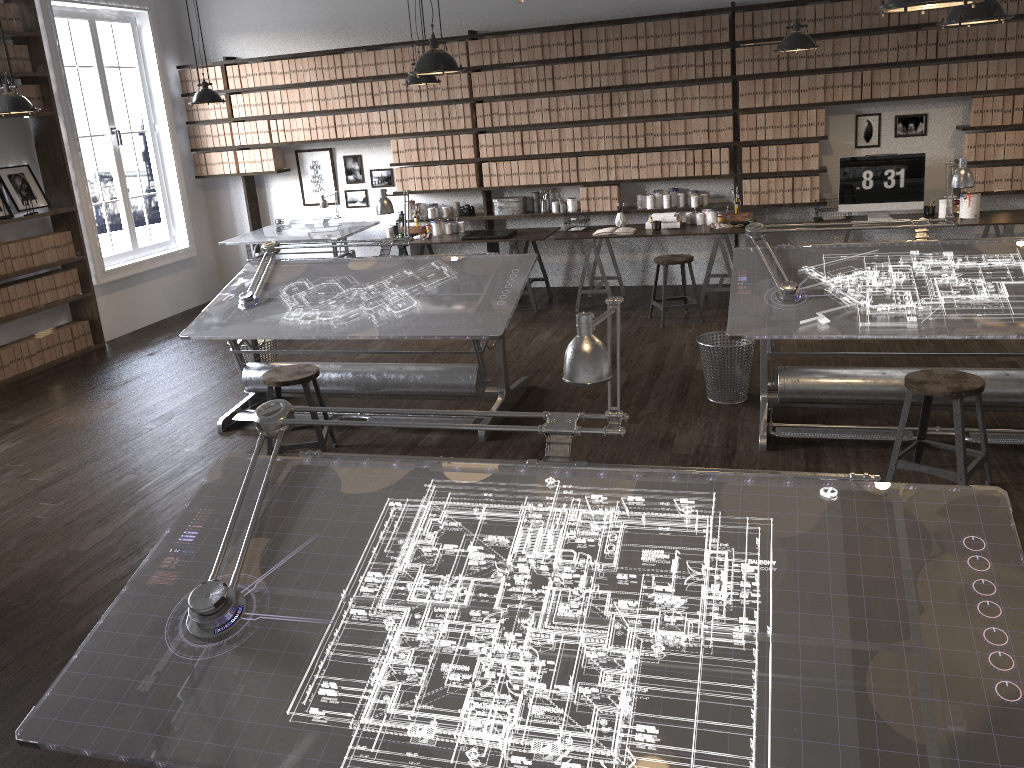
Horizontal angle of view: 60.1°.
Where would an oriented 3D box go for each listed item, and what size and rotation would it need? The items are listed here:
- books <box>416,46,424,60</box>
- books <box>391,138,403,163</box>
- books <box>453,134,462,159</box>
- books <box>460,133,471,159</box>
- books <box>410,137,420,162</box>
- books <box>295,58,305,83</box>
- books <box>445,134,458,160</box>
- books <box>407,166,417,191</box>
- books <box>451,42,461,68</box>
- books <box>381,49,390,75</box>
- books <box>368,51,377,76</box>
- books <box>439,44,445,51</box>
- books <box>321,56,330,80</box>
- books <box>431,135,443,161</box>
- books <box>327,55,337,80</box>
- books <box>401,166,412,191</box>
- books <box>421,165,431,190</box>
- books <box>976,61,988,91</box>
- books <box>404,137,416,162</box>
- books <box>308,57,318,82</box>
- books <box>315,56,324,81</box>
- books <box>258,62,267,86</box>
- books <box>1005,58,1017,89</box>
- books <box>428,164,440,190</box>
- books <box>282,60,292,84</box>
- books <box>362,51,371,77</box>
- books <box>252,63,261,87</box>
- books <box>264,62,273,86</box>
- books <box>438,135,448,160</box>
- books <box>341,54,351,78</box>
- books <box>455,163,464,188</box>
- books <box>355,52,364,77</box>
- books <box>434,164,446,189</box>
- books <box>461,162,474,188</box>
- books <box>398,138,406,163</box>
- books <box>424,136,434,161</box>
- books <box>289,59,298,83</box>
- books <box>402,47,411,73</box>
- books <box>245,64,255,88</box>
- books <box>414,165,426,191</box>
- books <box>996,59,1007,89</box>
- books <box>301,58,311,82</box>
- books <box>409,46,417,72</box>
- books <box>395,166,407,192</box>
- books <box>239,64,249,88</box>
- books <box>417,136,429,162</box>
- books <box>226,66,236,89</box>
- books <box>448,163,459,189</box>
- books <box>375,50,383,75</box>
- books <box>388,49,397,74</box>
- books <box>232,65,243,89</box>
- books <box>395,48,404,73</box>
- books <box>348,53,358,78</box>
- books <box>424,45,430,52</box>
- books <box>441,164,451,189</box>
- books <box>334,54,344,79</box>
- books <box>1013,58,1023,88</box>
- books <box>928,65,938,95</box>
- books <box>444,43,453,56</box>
[{"bbox_3d":[-0.825,-3.033,8.262,0.067,0.222,0.177,0,17,17],"label":"books"},{"bbox_3d":[-1.099,-2.259,8.580,0.067,0.223,0.177,0,17,17],"label":"books"},{"bbox_3d":[-0.493,-2.251,8.402,0.067,0.222,0.177,0,17,17],"label":"books"},{"bbox_3d":[-0.421,-2.249,8.378,0.067,0.222,0.177,0,17,17],"label":"books"},{"bbox_3d":[-0.906,-2.255,8.521,0.067,0.223,0.177,0,17,17],"label":"books"},{"bbox_3d":[-2.025,-3.053,8.634,0.067,0.223,0.177,0,17,17],"label":"books"},{"bbox_3d":[-0.566,-2.250,8.418,0.067,0.223,0.177,0,17,17],"label":"books"},{"bbox_3d":[-0.946,-2.000,8.613,0.067,0.222,0.177,0,17,17],"label":"books"},{"bbox_3d":[-0.489,-3.029,8.163,0.067,0.223,0.177,0,17,17],"label":"books"},{"bbox_3d":[-1.163,-3.039,8.368,0.067,0.222,0.177,0,17,17],"label":"books"},{"bbox_3d":[-1.288,-3.040,8.403,0.067,0.223,0.177,0,17,17],"label":"books"},{"bbox_3d":[-0.622,-3.032,8.206,0.067,0.222,0.177,0,17,17],"label":"books"},{"bbox_3d":[-1.760,-3.049,8.551,0.067,0.222,0.177,0,17,17],"label":"books"},{"bbox_3d":[-0.705,-2.253,8.462,0.067,0.223,0.177,0,17,17],"label":"books"},{"bbox_3d":[-1.697,-3.048,8.534,0.067,0.222,0.177,0,17,17],"label":"books"},{"bbox_3d":[-1.006,-2.002,8.633,0.067,0.222,0.177,0,17,17],"label":"books"},{"bbox_3d":[-0.809,-1.999,8.573,0.067,0.222,0.177,0,17,17],"label":"books"},{"bbox_3d":[3.719,-2.448,7.039,0.067,0.223,0.177,0,17,17],"label":"books"},{"bbox_3d":[-0.969,-2.258,8.544,0.067,0.222,0.177,0,17,17],"label":"books"},{"bbox_3d":[-1.891,-3.049,8.586,0.067,0.222,0.177,0,17,17],"label":"books"},{"bbox_3d":[-1.822,-3.048,8.565,0.067,0.223,0.177,0,17,17],"label":"books"},{"bbox_3d":[-2.418,-3.059,8.752,0.067,0.222,0.177,0,17,17],"label":"books"},{"bbox_3d":[3.912,-2.445,6.979,0.067,0.223,0.177,0,17,17],"label":"books"},{"bbox_3d":[-0.742,-1.999,8.555,0.067,0.223,0.177,0,17,17],"label":"books"},{"bbox_3d":[-2.161,-3.054,8.669,0.067,0.223,0.177,0,17,17],"label":"books"},{"bbox_3d":[-1.351,-3.043,8.428,0.067,0.222,0.177,0,17,17],"label":"books"},{"bbox_3d":[-2.486,-3.060,8.773,0.067,0.223,0.177,0,17,17],"label":"books"},{"bbox_3d":[-2.355,-3.056,8.727,0.067,0.223,0.177,0,17,17],"label":"books"},{"bbox_3d":[-0.636,-2.253,8.445,0.067,0.222,0.177,0,17,17],"label":"books"},{"bbox_3d":[-1.554,-3.046,8.490,0.067,0.222,0.177,0,17,17],"label":"books"},{"bbox_3d":[-0.477,-1.994,8.471,0.067,0.222,0.177,0,17,17],"label":"books"},{"bbox_3d":[-1.419,-3.044,8.449,0.067,0.223,0.177,0,17,17],"label":"books"},{"bbox_3d":[-0.676,-1.996,8.531,0.067,0.223,0.177,0,17,17],"label":"books"},{"bbox_3d":[-0.413,-1.993,8.454,0.067,0.222,0.177,0,17,17],"label":"books"},{"bbox_3d":[-1.029,-2.258,8.561,0.067,0.222,0.177,0,17,17],"label":"books"},{"bbox_3d":[-0.772,-2.255,8.486,0.067,0.223,0.177,0,17,17],"label":"books"},{"bbox_3d":[-2.093,-3.054,8.653,0.067,0.222,0.177,0,17,17],"label":"books"},{"bbox_3d":[-0.959,-3.037,8.310,0.067,0.223,0.177,0,17,17],"label":"books"},{"bbox_3d":[-2.554,-3.060,8.790,0.067,0.223,0.177,0,17,17],"label":"books"},{"bbox_3d":[-0.877,-1.999,8.590,0.067,0.223,0.177,0,17,17],"label":"books"},{"bbox_3d":[3.850,-2.447,7.002,0.067,0.222,0.177,0,17,17],"label":"books"},{"bbox_3d":[-1.960,-3.051,8.610,0.067,0.223,0.177,0,17,17],"label":"books"},{"bbox_3d":[-0.893,-3.035,8.286,0.067,0.223,0.177,0,17,17],"label":"books"},{"bbox_3d":[-1.071,-2.001,8.648,0.067,0.223,0.177,0,17,17],"label":"books"},{"bbox_3d":[-2.621,-3.062,8.815,0.067,0.222,0.177,0,17,17],"label":"books"},{"bbox_3d":[-0.840,-2.256,8.507,0.067,0.222,0.177,0,17,17],"label":"books"},{"bbox_3d":[-2.764,-3.064,8.858,0.067,0.222,0.177,0,17,17],"label":"books"},{"bbox_3d":[-0.538,-1.993,8.486,0.067,0.223,0.177,0,17,17],"label":"books"},{"bbox_3d":[-1.223,-3.041,8.388,0.067,0.222,0.177,0,17,17],"label":"books"},{"bbox_3d":[-1.094,-3.038,8.345,0.067,0.223,0.177,0,17,17],"label":"books"},{"bbox_3d":[-2.694,-3.062,8.831,0.067,0.223,0.177,0,17,17],"label":"books"},{"bbox_3d":[-1.026,-3.038,8.329,0.067,0.222,0.177,0,17,17],"label":"books"},{"bbox_3d":[-1.488,-3.044,8.465,0.067,0.223,0.177,0,17,17],"label":"books"},{"bbox_3d":[-0.755,-3.032,8.241,0.067,0.223,0.177,0,17,17],"label":"books"},{"bbox_3d":[-0.608,-1.994,8.507,0.067,0.222,0.177,0,17,17],"label":"books"},{"bbox_3d":[-1.628,-3.046,8.507,0.067,0.223,0.177,0,17,17],"label":"books"},{"bbox_3d":[3.978,-2.446,6.965,0.067,0.222,0.177,0,17,17],"label":"books"},{"bbox_3d":[3.380,-2.453,7.140,0.067,0.223,0.177,0,17,17],"label":"books"},{"bbox_3d":[-0.555,-3.031,8.187,0.067,0.223,0.177,0,17,17],"label":"books"}]
